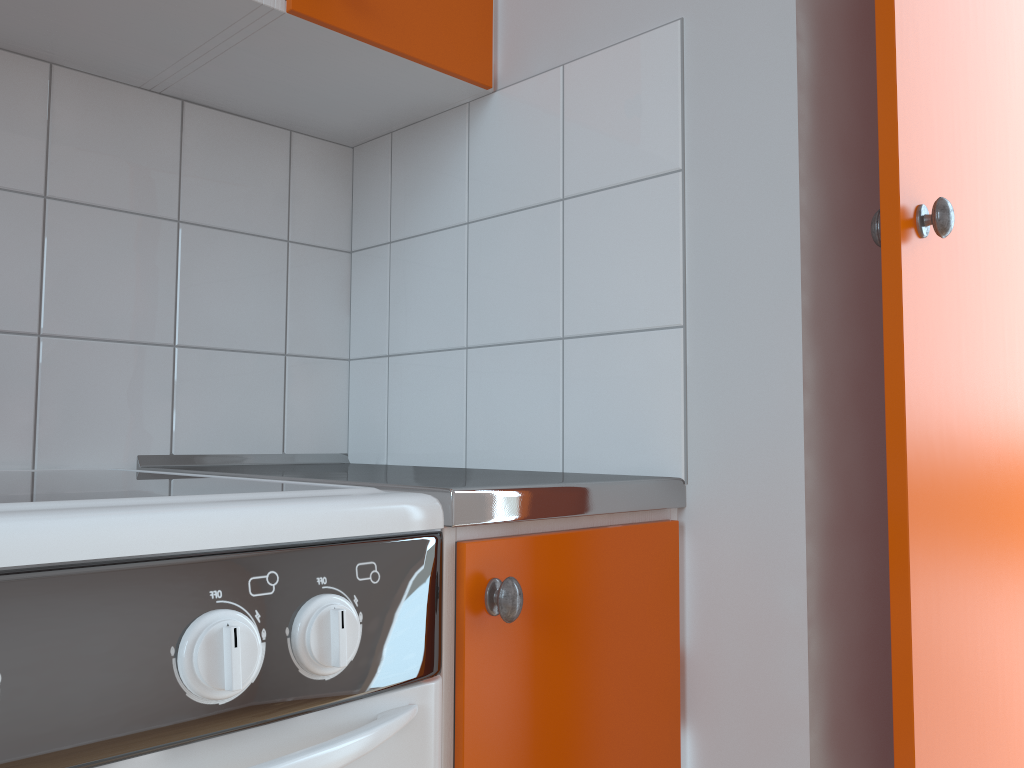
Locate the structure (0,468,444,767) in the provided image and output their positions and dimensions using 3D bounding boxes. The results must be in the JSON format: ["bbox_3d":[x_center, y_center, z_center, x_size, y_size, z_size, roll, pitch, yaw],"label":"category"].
[{"bbox_3d":[-0.494,0.520,0.754,0.611,0.865,0.740,4,-5,-45],"label":"structure"}]

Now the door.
[{"bbox_3d":[1.074,-0.043,1.140,1.400,2.057,0.686,0,-4,4],"label":"door"}]

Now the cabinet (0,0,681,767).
[{"bbox_3d":[-1.114,-0.262,0.202,3.071,2.350,0.712,4,-6,-45],"label":"cabinet"}]

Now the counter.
[{"bbox_3d":[-1.129,0.094,0.188,3.069,0.132,0.688,4,-5,-45],"label":"counter"}]
